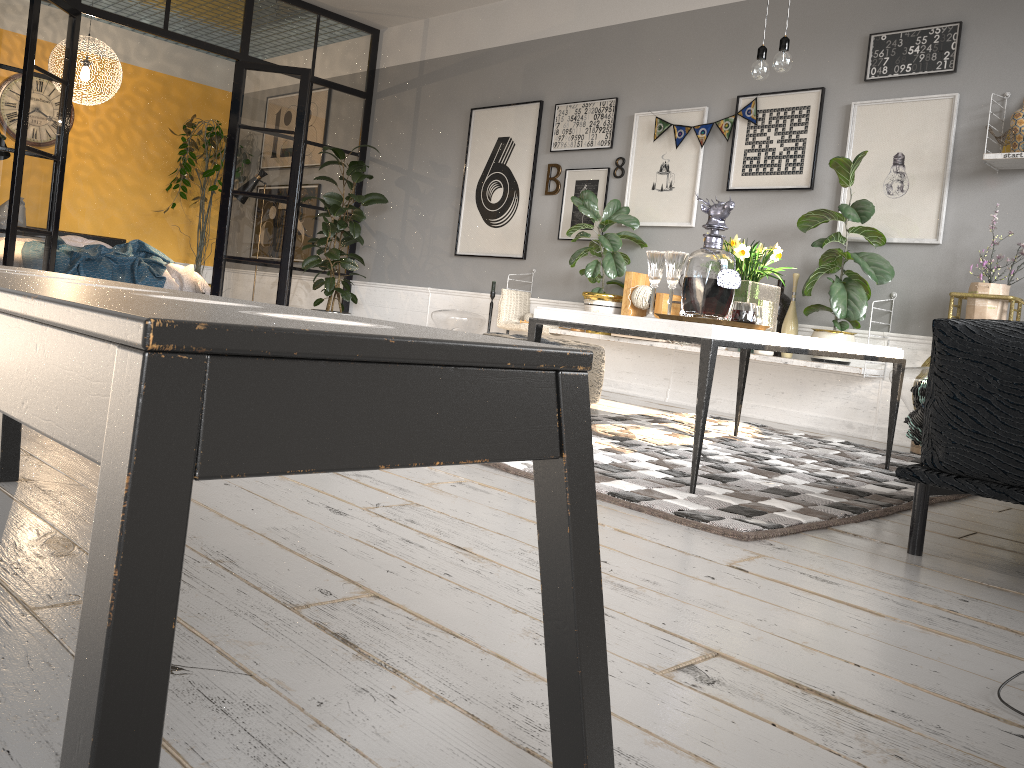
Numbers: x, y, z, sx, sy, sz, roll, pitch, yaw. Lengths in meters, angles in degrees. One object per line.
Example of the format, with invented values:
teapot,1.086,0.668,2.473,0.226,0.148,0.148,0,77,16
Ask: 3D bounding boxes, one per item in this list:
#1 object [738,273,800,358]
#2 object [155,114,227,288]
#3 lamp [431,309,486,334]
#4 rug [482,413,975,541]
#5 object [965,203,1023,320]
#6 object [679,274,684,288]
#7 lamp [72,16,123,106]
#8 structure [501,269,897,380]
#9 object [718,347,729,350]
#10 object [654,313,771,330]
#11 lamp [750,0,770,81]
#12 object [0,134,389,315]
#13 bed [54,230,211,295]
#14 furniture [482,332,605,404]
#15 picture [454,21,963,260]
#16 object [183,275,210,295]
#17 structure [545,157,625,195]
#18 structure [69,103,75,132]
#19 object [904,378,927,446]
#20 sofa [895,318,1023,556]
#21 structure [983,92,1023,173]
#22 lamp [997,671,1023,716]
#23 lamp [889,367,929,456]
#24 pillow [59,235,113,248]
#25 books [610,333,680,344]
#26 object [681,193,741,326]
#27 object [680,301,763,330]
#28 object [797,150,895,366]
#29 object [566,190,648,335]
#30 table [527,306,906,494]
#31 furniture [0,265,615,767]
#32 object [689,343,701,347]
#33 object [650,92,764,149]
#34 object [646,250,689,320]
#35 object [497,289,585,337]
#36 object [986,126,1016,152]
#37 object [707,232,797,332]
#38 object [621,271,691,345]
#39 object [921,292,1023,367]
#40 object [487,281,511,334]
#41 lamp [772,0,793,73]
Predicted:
object,1.516,-0.411,5.192,0.286,0.487,0.332,7,2,5
object,-3.349,-1.815,9.702,1.254,2.201,1.341,8,2,31
lamp,-0.441,-0.367,6.993,0.431,0.437,0.434,5,3,-24
rug,0.822,0.268,3.591,2.520,0.034,1.779,2,7,-45
object,2.420,-0.560,4.257,0.253,0.640,0.490,6,2,-28
object,1.156,-0.484,5.753,0.222,0.463,0.019,8,2,44
lamp,-3.849,-3.086,8.040,0.616,1.094,0.618,6,2,-5
structure,1.007,-0.457,5.733,2.790,0.485,0.307,11,5,44
object,1.304,-0.451,5.424,0.155,0.482,0.136,8,2,44
object,0.639,-0.196,2.813,0.248,0.015,0.317,11,7,44
lamp,0.399,-2.013,3.547,1.398,1.534,0.074,7,1,14
object,-2.568,-1.262,6.685,1.016,1.791,3.887,8,4,44
bed,-3.966,-1.029,8.101,1.893,0.768,2.335,2,6,-45
furniture,0.163,-0.097,5.088,0.738,0.356,0.734,9,5,31
picture,-1.635,-1.819,5.829,7.331,1.791,4.029,11,6,44
object,-2.639,-0.712,7.693,0.437,0.521,0.279,6,2,-5
structure,0.532,-1.523,6.505,0.743,0.262,0.024,11,4,44
structure,-4.726,-2.720,8.782,0.071,0.723,0.725,7,3,44
object,1.432,0.080,2.428,0.492,0.328,0.665,9,5,39
sofa,2.064,0.109,2.654,0.975,0.796,2.335,10,5,44
structure,3.122,-1.085,3.745,2.033,0.954,0.266,10,4,44
lamp,1.386,-0.297,0.993,1.252,1.700,0.678,9,2,43
lamp,2.046,0.140,4.299,0.431,0.437,0.434,6,3,-15
pillow,-4.153,-1.309,8.496,0.485,0.227,0.594,7,4,3
books,0.879,-0.300,5.802,0.370,0.021,0.296,10,6,39
object,0.625,-0.395,2.756,0.148,0.416,0.156,6,1,-26
object,0.682,-0.233,2.939,0.280,0.087,0.246,8,5,22
object,1.828,-0.681,4.867,0.415,1.148,0.568,6,2,-6
object,0.629,-0.819,6.011,0.512,0.962,0.544,7,2,30
table,0.802,0.047,3.316,0.736,0.510,1.452,10,5,44
furniture,-0.631,0.087,1.165,1.678,0.455,0.464,11,5,44
object,1.241,-0.318,5.603,0.078,0.173,0.266,5,4,-40
object,1.237,-1.702,5.796,0.919,0.339,0.057,11,4,44
object,0.502,-0.326,2.942,0.082,0.226,0.168,6,2,-34
object,0.265,-0.506,6.427,0.328,0.306,0.789,4,5,-45
object,2.402,-1.205,4.352,0.060,0.165,0.198,6,3,-12
object,0.864,-0.378,3.288,0.351,0.350,0.326,4,4,-43
object,0.977,-0.488,5.724,0.548,0.439,0.238,10,3,44
object,2.666,-0.029,3.997,1.633,0.968,0.425,9,3,36
object,-0.103,-0.451,6.869,0.281,0.700,0.091,8,1,37
lamp,0.444,-1.997,3.416,1.398,1.534,0.074,7,1,14
